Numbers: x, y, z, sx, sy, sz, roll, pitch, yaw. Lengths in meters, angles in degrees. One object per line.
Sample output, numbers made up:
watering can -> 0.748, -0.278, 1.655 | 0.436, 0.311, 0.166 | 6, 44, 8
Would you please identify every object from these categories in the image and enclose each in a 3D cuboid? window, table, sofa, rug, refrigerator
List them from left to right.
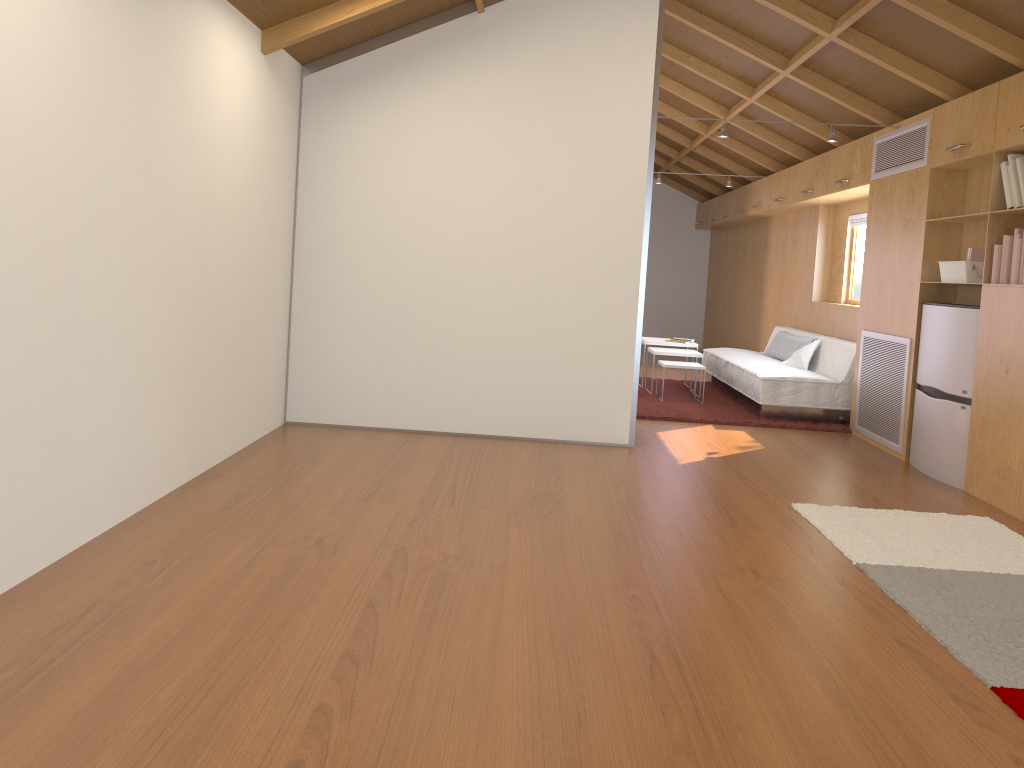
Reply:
table -> 1.448, -0.194, 8.320 | 0.485, 0.436, 0.527 | 4, 6, 1
table -> 1.433, -0.107, 7.860 | 0.424, 0.381, 0.461 | 4, 6, 1
table -> 1.418, -0.019, 7.462 | 0.342, 0.307, 0.371 | 4, 6, 1
rug -> 1.828, 0.151, 7.656 | 1.885, 0.020, 2.496 | 4, 7, 1
sofa -> 2.305, -0.143, 7.737 | 0.862, 0.625, 2.369 | 4, 7, 1
window -> 3.004, -1.008, 7.121 | 0.035, 0.786, 1.505 | 4, 6, 1
refrigerator -> 2.539, 0.040, 5.054 | 0.262, 0.982, 0.717 | 4, 5, 1
rug -> 1.726, 0.843, 2.315 | 0.917, 0.011, 3.745 | 4, 7, 1

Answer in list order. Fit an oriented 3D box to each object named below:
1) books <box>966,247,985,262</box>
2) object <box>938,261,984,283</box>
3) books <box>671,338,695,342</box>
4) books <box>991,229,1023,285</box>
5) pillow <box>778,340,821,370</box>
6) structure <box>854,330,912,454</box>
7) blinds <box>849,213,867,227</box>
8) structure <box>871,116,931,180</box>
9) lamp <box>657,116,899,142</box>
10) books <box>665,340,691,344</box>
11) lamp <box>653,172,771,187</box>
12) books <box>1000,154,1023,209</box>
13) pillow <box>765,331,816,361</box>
books -> 2.598, -0.657, 4.904 | 0.150, 0.191, 0.089 | 4, 4, 1
object -> 2.596, -0.631, 5.031 | 0.203, 0.122, 0.352 | 4, 7, 1
books -> 1.587, -0.411, 8.220 | 0.193, 0.016, 0.153 | 6, 8, 21
books -> 2.561, -0.645, 3.042 | 0.189, 0.654, 3.128 | 4, 7, 1
pillow -> 2.407, -0.256, 7.382 | 0.267, 0.250, 0.348 | 0, 7, -34
structure -> 2.465, 0.024, 5.911 | 0.013, 0.718, 0.824 | 4, 5, 1
blinds -> 2.975, -1.348, 7.105 | 0.047, 0.110, 1.506 | 4, 7, 1
structure -> 2.564, -1.546, 5.855 | 0.013, 0.299, 0.908 | 4, 7, 1
lamp -> 0.657, -1.778, 5.930 | 3.828, 0.152, 0.073 | 4, 4, 2
books -> 1.532, -0.390, 8.153 | 0.194, 0.016, 0.153 | 8, 9, 31
lamp -> 0.751, -2.187, 9.117 | 3.828, 0.152, 0.073 | 4, 4, 2
books -> 2.622, -1.022, 4.485 | 0.176, 0.295, 0.281 | 4, 5, 1
pillow -> 2.503, -0.329, 8.003 | 0.171, 0.250, 1.048 | 4, 7, 1
